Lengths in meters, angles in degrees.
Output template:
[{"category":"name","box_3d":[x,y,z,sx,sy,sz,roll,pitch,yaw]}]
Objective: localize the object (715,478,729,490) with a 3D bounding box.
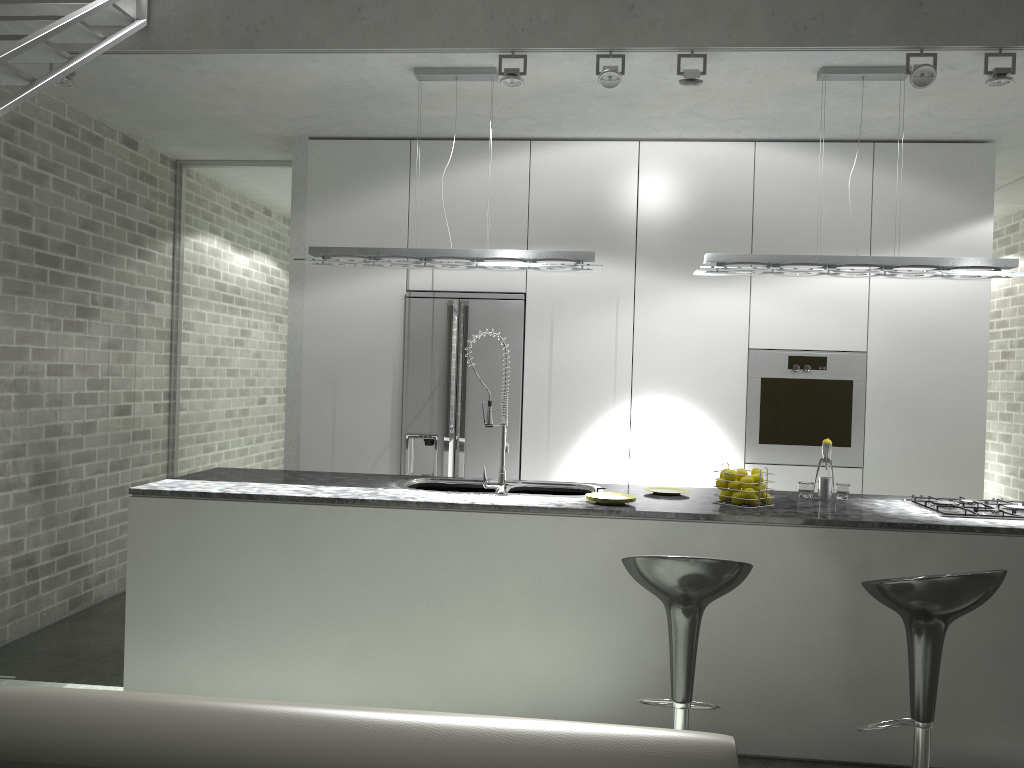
[{"category":"object","box_3d":[0.925,0.441,3.898,0.053,0.051,0.063,1,1,-36]}]

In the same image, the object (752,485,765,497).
[{"category":"object","box_3d":[1.064,0.464,3.843,0.061,0.055,0.051,2,1,-25]}]

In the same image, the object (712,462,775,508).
[{"category":"object","box_3d":[1.017,0.440,3.890,0.189,0.174,0.207,1,1,-40]}]

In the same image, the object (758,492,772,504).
[{"category":"object","box_3d":[1.107,0.501,3.880,0.053,0.052,0.062,2,1,35]}]

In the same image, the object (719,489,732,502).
[{"category":"object","box_3d":[0.936,0.488,3.883,0.060,0.057,0.052,2,1,-3]}]

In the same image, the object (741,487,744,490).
[{"category":"object","box_3d":[1.050,0.476,3.948,0.052,0.053,0.062,2,1,32]}]

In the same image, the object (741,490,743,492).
[{"category":"object","box_3d":[0.999,0.490,3.884,0.057,0.060,0.052,2,1,1]}]

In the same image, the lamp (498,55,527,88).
[{"category":"lamp","box_3d":[0.002,-1.440,4.059,0.109,0.136,0.109,1,1,-42]}]

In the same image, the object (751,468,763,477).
[{"category":"object","box_3d":[1.080,0.400,3.913,0.050,0.060,0.059,2,1,-5]}]

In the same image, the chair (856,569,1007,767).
[{"category":"chair","box_3d":[1.423,1.062,3.051,0.457,0.931,0.464,2,1,-14]}]

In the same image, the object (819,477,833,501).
[{"category":"object","box_3d":[1.448,0.485,4.093,0.060,0.106,0.060,2,1,-1]}]

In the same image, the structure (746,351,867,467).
[{"category":"structure","box_3d":[1.781,0.149,5.370,0.692,0.680,0.036,2,1,5]}]

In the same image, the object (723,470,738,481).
[{"category":"object","box_3d":[0.953,0.398,3.866,0.063,0.051,0.053,2,1,43]}]

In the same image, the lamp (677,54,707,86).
[{"category":"lamp","box_3d":[0.808,-1.407,3.996,0.115,0.151,0.115,1,1,-42]}]

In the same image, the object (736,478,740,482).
[{"category":"object","box_3d":[0.981,0.440,3.911,0.064,0.053,0.051,2,1,-2]}]

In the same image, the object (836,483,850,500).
[{"category":"object","box_3d":[1.558,0.506,4.179,0.064,0.070,0.063,2,1,13]}]

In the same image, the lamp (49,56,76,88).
[{"category":"lamp","box_3d":[0.765,-1.434,5.936,6.854,0.136,0.110,1,1,-30]}]

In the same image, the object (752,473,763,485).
[{"category":"object","box_3d":[1.065,0.414,3.848,0.051,0.053,0.063,2,1,8]}]

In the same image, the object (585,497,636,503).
[{"category":"object","box_3d":[0.422,0.496,3.799,0.216,0.017,0.217,2,1,38]}]

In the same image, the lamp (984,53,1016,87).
[{"category":"lamp","box_3d":[2.123,-1.373,3.860,0.109,0.135,0.109,1,1,-37]}]

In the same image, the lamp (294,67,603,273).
[{"category":"lamp","box_3d":[-0.286,-1.056,4.361,1.490,0.964,0.290,2,1,5]}]

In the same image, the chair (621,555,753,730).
[{"category":"chair","box_3d":[0.611,1.036,3.163,0.457,0.931,0.464,2,1,19]}]

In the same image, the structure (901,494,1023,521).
[{"category":"structure","box_3d":[2.054,0.540,3.897,0.500,0.038,0.500,2,1,5]}]

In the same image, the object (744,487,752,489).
[{"category":"object","box_3d":[1.038,0.460,3.860,0.051,0.053,0.062,2,1,3]}]

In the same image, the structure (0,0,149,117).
[{"category":"structure","box_3d":[-2.404,-0.703,2.085,0.902,4.246,4.345,2,1,5]}]

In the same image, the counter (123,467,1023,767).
[{"category":"counter","box_3d":[0.573,0.992,4.045,4.400,0.960,0.900,2,1,5]}]

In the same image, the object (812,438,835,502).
[{"category":"object","box_3d":[1.459,0.394,4.104,0.101,0.288,0.088,2,1,35]}]

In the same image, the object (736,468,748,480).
[{"category":"object","box_3d":[1.008,0.397,3.889,0.051,0.053,0.063,2,1,-3]}]

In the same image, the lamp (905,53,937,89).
[{"category":"lamp","box_3d":[1.793,-1.374,3.875,0.131,0.154,0.098,2,1,5]}]

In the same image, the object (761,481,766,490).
[{"category":"object","box_3d":[1.089,0.450,3.896,0.053,0.054,0.061,2,1,42]}]

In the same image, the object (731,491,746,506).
[{"category":"object","box_3d":[0.983,0.496,3.844,0.064,0.063,0.074,2,1,16]}]

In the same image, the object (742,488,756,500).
[{"category":"object","box_3d":[1.012,0.470,3.796,0.061,0.054,0.052,1,1,-28]}]

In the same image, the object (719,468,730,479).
[{"category":"object","box_3d":[0.946,0.402,3.918,0.052,0.060,0.057,2,1,-16]}]

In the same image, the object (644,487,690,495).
[{"category":"object","box_3d":[0.728,0.507,4.178,0.216,0.017,0.217,2,1,31]}]

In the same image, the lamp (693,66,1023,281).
[{"category":"lamp","box_3d":[1.640,-0.996,4.177,1.490,0.964,0.290,2,1,5]}]

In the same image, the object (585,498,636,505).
[{"category":"object","box_3d":[0.422,0.501,3.799,0.216,0.017,0.217,2,1,38]}]

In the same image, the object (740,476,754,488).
[{"category":"object","box_3d":[1.012,0.424,3.822,0.061,0.052,0.053,2,1,9]}]

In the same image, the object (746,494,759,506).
[{"category":"object","box_3d":[1.038,0.499,3.827,0.051,0.053,0.063,2,1,3]}]

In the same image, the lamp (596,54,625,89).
[{"category":"lamp","box_3d":[0.445,-1.418,4.010,0.115,0.151,0.115,1,1,-42]}]

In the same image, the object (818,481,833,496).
[{"category":"object","box_3d":[1.503,0.503,4.254,0.063,0.070,0.064,2,1,43]}]

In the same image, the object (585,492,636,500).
[{"category":"object","box_3d":[0.423,0.487,3.799,0.216,0.017,0.217,2,1,38]}]

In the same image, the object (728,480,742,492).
[{"category":"object","box_3d":[0.970,0.444,3.855,0.062,0.053,0.052,1,1,-33]}]

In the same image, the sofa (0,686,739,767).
[{"category":"sofa","box_3d":[-0.430,1.124,1.733,2.114,0.717,0.902,2,1,5]}]

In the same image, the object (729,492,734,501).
[{"category":"object","box_3d":[0.965,0.495,3.933,0.061,0.053,0.053,2,1,38]}]

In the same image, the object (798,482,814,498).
[{"category":"object","box_3d":[1.389,0.500,4.191,0.063,0.070,0.064,2,1,43]}]

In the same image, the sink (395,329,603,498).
[{"category":"sink","box_3d":[-0.055,0.262,4.213,0.987,1.023,0.546,2,1,5]}]

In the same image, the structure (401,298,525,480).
[{"category":"structure","box_3d":[-0.320,0.419,5.598,0.743,1.900,0.160,2,1,5]}]

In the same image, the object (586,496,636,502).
[{"category":"object","box_3d":[0.422,0.492,3.799,0.216,0.017,0.217,2,1,38]}]
